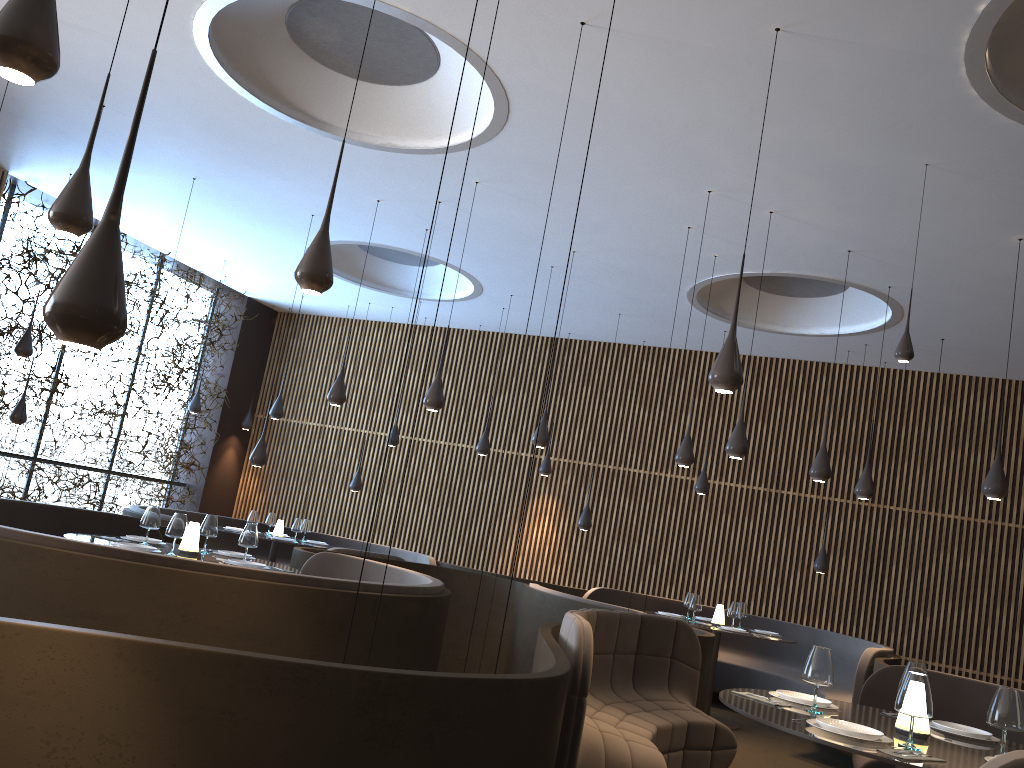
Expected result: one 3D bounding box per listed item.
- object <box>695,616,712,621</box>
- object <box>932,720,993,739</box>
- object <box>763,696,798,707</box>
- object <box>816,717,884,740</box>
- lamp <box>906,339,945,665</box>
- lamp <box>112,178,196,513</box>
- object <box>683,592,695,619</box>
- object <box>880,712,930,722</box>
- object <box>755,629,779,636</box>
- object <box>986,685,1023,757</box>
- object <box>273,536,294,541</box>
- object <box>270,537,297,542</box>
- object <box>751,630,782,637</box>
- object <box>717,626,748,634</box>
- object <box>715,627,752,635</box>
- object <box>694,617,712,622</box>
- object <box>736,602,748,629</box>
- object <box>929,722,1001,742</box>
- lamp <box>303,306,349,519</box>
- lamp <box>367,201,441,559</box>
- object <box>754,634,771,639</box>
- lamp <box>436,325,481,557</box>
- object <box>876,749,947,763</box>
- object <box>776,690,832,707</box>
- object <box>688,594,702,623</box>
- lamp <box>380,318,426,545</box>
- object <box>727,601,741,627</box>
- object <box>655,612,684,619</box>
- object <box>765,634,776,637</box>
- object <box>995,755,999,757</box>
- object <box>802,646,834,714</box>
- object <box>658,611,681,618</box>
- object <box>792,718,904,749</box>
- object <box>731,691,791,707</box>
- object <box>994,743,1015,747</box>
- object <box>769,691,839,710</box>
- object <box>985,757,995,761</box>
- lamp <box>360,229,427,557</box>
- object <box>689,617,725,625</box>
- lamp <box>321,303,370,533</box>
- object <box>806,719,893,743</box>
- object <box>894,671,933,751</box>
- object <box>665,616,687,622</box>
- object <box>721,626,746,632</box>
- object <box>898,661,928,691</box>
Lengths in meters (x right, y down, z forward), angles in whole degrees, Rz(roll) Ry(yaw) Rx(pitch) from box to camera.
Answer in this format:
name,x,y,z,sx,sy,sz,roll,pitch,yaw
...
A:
name,x,y,z,sx,sy,sz,roll,pitch,yaw
object,2.263,2.739,10.306,0.264,0.029,0.263,17,-12,-33
object,2.161,1.665,4.261,0.263,0.029,0.264,9,-10,6
object,1.433,1.560,4.355,0.412,0.012,0.204,18,-12,-38
object,1.374,1.409,3.613,0.263,0.029,0.264,6,-11,26
lamp,3.202,2.652,7.287,0.196,6.253,0.196,14,-9,-23
lamp,-4.059,0.783,9.316,0.196,6.253,0.196,14,-9,-23
object,2.031,2.539,10.156,0.142,0.294,0.142,17,-11,-37
object,2.005,1.699,4.519,0.263,0.017,0.126,17,-12,-32
object,2.814,2.750,9.794,0.263,0.029,0.264,6,-11,25
object,2.065,1.421,3.711,0.142,0.294,0.142,3,-11,39
object,-2.852,1.936,11.067,0.263,0.029,0.264,5,-11,26
object,-2.854,1.946,11.066,0.331,0.014,0.333,9,-10,7
object,2.812,2.759,9.792,0.331,0.014,0.333,9,-10,6
object,2.311,2.577,9.269,0.333,0.014,0.332,18,-12,-36
object,2.307,2.577,9.268,0.410,0.012,0.205,10,-10,0
object,2.262,2.748,10.304,0.333,0.014,0.332,16,-11,-29
object,2.615,2.638,10.111,0.142,0.294,0.142,16,-10,-31
object,2.159,1.675,4.259,0.332,0.014,0.333,13,-10,-13
lamp,-3.231,1.764,14.071,0.196,6.253,0.196,9,-8,7
lamp,-1.303,1.173,8.663,0.196,6.253,0.196,16,-10,-33
object,2.606,2.630,9.226,0.126,0.017,0.263,10,-10,5
lamp,-1.065,2.105,13.758,0.196,6.253,0.196,18,-11,-43
object,1.506,1.403,3.341,0.262,0.017,0.126,16,-11,-29
object,1.432,1.548,4.353,0.264,0.029,0.263,16,-11,-30
object,1.998,2.449,9.674,0.142,0.294,0.142,9,-9,9
lamp,-1.955,1.971,13.922,0.195,6.253,0.197,4,-10,36
object,2.408,2.515,9.618,0.142,0.294,0.142,18,-11,-41
object,1.756,2.580,9.873,0.331,0.014,0.333,9,-10,9
object,2.812,2.760,9.788,0.204,0.012,0.412,11,-10,-1
object,2.033,1.503,3.462,0.264,0.029,0.263,16,-11,-28
object,1.429,1.380,4.143,0.142,0.294,0.142,7,-9,21
object,1.757,2.571,9.874,0.263,0.029,0.264,5,-11,28
object,1.369,1.419,3.615,0.205,0.012,0.411,17,-12,-32
object,1.178,1.492,4.197,0.127,0.017,0.262,17,-12,-34
object,2.162,1.676,4.256,0.205,0.012,0.411,18,-12,-36
object,1.430,1.558,4.352,0.333,0.014,0.332,17,-12,-34
object,2.031,1.512,3.461,0.331,0.014,0.333,10,-10,3
lamp,-1.525,1.295,9.595,0.196,6.253,0.196,16,-10,-33
object,2.266,2.750,10.304,0.410,0.012,0.205,10,-10,4
lamp,-2.818,1.759,13.612,0.195,6.253,0.197,4,-10,36
object,1.372,1.418,3.612,0.331,0.014,0.333,6,-11,22
object,1.621,1.317,3.578,0.142,0.294,0.142,13,-9,-19
object,1.750,2.534,9.573,0.262,0.017,0.127,11,-10,-1
object,2.313,2.567,9.270,0.263,0.029,0.264,8,-10,11
object,1.956,1.507,4.317,0.142,0.294,0.142,14,-9,-22
